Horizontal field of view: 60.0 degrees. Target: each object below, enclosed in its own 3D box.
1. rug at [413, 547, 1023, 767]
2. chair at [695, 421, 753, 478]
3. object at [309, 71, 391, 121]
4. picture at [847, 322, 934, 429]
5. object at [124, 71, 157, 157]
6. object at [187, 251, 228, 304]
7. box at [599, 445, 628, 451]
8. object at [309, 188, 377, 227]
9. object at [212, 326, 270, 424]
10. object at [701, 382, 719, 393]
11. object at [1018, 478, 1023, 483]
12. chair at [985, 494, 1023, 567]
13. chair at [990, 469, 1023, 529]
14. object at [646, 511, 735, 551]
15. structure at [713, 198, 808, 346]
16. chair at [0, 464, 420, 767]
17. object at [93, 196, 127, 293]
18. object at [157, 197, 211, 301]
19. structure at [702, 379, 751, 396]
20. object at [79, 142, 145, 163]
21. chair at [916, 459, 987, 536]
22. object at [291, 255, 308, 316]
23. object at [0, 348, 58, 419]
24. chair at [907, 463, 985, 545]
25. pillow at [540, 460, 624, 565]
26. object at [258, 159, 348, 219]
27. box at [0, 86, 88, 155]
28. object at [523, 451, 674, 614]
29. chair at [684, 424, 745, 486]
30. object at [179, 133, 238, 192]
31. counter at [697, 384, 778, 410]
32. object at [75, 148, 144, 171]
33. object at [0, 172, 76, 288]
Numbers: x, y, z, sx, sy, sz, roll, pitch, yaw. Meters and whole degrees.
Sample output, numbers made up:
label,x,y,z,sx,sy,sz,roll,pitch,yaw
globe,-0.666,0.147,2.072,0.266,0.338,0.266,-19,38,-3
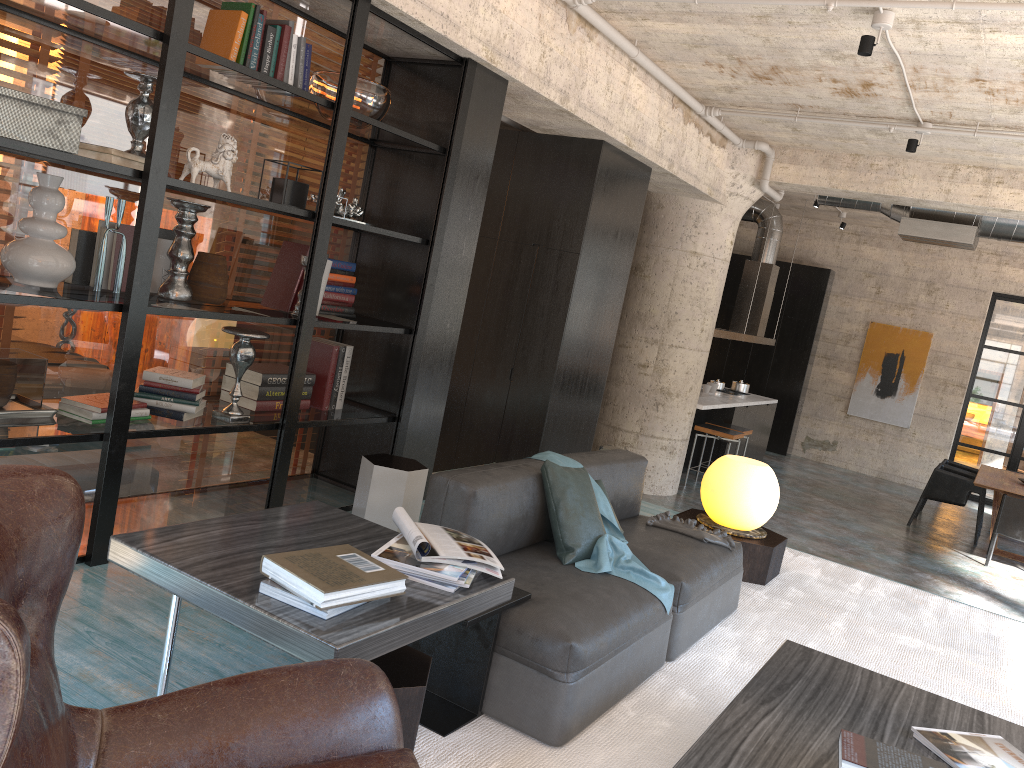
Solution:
label,x,y,z,sx,sy,sz,roll,pitch,yaw
rug,0.940,1.392,2.215,2.954,0.032,7.768,15,8,29
chair,2.515,0.840,10.578,0.450,0.698,0.450,15,8,29
object,-0.867,-1.491,4.705,0.430,0.217,0.434,16,8,32
picture,5.857,-0.146,13.758,0.928,1.494,0.029,15,8,29
object,-1.547,-1.076,3.686,0.180,0.394,0.178,14,7,23
object,-1.438,-0.502,4.204,0.190,0.230,0.189,10,7,-16
box,0.767,0.723,7.064,0.280,0.441,0.331,14,7,18
object,-0.936,-0.980,4.843,0.323,0.177,0.322,15,8,29
object,-1.276,-0.040,4.144,0.218,0.433,0.218,14,7,21
object,2.577,0.044,11.618,0.188,0.133,0.437,15,8,29
object,6.023,1.147,10.132,0.435,0.079,0.435,8,7,-24
chair,5.354,1.570,9.125,0.707,0.738,0.754,15,8,29
chair,6.646,1.561,11.410,0.707,0.738,0.754,15,8,29
object,0.920,0.771,4.488,0.433,0.185,0.429,15,7,25
structure,2.977,-1.621,11.395,0.538,2.100,3.117,15,8,29
chair,-0.551,0.700,1.477,0.975,0.940,0.820,9,7,-21
object,-1.688,-0.585,3.738,0.062,0.395,0.121,16,8,31
object,-1.494,-0.603,4.010,0.192,0.447,0.191,10,7,-13
structure,3.030,0.007,12.468,0.506,0.187,0.833,15,8,29
object,-1.541,-0.888,3.406,0.166,0.024,0.227,12,7,8
chair,5.550,1.376,11.089,0.754,0.738,0.707,15,8,29
object,-1.033,-0.488,4.445,0.099,0.301,0.099,14,7,23
object,-2.012,-0.010,3.484,0.284,0.231,0.335,15,8,29
chair,5.180,1.376,10.455,0.754,0.738,0.707,15,8,29
pillow,0.346,0.537,3.786,0.320,0.393,0.670,16,8,35
object,-0.988,-0.938,4.298,0.200,0.200,0.409,17,9,39
box,-1.698,-0.914,3.058,0.306,0.157,0.312,17,9,39
object,0.299,0.587,3.808,0.444,0.438,0.985,7,8,-34
chair,2.288,0.852,10.082,0.450,0.698,0.450,15,8,29
object,-1.383,-1.031,4.066,0.131,0.280,0.252,16,8,36
counter,2.535,0.143,11.484,1.000,0.046,3.500,15,8,29
object,-1.542,-0.859,3.401,0.179,0.034,0.243,12,7,7
object,-1.838,-0.604,3.475,0.265,0.432,0.265,9,7,-17
